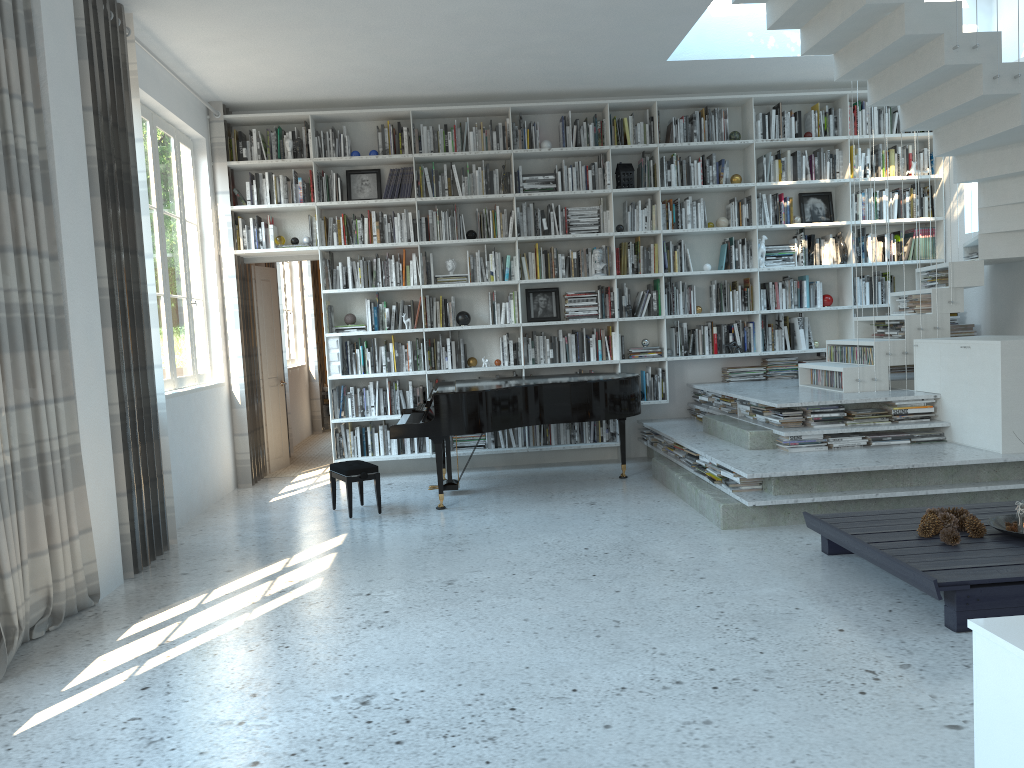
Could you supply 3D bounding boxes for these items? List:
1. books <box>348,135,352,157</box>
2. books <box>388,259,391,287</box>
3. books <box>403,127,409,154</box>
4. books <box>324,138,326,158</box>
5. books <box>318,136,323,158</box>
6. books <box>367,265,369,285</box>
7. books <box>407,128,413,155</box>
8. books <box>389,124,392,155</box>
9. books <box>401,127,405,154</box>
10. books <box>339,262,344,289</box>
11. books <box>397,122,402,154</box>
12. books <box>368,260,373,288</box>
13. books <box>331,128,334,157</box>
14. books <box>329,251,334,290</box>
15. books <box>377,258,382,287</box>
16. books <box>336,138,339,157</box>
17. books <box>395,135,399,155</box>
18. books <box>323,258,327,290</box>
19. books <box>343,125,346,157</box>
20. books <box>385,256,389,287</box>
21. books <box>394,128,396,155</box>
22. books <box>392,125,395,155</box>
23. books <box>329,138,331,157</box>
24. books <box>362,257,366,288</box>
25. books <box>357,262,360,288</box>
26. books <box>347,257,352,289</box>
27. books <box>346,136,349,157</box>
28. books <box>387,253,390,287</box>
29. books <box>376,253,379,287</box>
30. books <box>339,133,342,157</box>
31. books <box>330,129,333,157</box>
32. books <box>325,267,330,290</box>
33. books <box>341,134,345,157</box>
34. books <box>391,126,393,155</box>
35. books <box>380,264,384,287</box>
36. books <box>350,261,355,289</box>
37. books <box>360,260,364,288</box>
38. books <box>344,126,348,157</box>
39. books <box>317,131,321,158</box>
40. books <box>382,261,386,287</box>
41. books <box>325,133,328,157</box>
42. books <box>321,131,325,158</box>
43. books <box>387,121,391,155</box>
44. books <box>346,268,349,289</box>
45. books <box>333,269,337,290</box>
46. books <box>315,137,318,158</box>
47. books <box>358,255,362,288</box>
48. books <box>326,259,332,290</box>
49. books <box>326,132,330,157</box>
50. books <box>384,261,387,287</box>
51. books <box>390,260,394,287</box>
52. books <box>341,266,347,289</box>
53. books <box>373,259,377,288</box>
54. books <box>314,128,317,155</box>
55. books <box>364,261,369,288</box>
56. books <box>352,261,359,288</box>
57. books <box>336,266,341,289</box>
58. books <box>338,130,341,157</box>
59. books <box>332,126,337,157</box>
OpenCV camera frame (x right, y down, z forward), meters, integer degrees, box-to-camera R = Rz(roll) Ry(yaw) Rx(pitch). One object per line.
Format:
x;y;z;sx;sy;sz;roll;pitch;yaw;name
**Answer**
-1.399;-2.027;7.660;0.013;0.210;0.136;-3;4;-3;books
-1.065;-0.965;7.755;0.011;0.252;0.139;-3;4;-3;books
-0.913;-2.076;7.672;0.031;0.254;0.178;-3;4;-3;books
-1.601;-2.008;7.649;0.017;0.194;0.129;-3;4;-3;books
-1.638;-2.013;7.640;0.032;0.210;0.158;-3;4;-3;books
-1.247;-0.931;7.750;0.010;0.204;0.139;-3;4;-3;books
-0.878;-2.078;7.689;0.039;0.252;0.146;-3;4;-3;books
-1.042;-2.084;7.670;0.013;0.283;0.166;-3;4;-3;books
-0.940;-2.079;7.684;0.022;0.261;0.152;-3;4;-3;books
-1.476;-0.932;7.710;0.022;0.236;0.177;-3;4;-3;books
-0.963;-2.094;7.657;0.025;0.297;0.163;-3;4;-3;books
-1.231;-0.950;7.732;0.023;0.242;0.184;-3;4;-3;books
-1.532;-2.050;7.633;0.007;0.272;0.154;-3;4;-3;books
-1.558;-0.976;7.694;0.012;0.334;0.184;-3;4;-3;books
-1.150;-0.962;7.746;0.021;0.257;0.155;-3;4;-3;books
-1.499;-2.007;7.642;0.026;0.183;0.161;-3;4;-3;books
-0.987;-2.040;7.670;0.027;0.190;0.177;-3;4;-3;books
-1.620;-0.950;7.720;0.012;0.285;0.159;-3;4;-3;books
-1.439;-2.070;7.650;0.007;0.301;0.145;-3;4;-3;books
-1.087;-0.973;7.742;0.012;0.272;0.145;-3;4;-3;books
-1.009;-2.072;7.691;0.013;0.255;0.129;-3;4;-3;books
-1.020;-2.080;7.661;0.011;0.274;0.183;-3;4;-3;books
-1.557;-2.009;7.649;0.014;0.192;0.146;-3;4;-3;books
-1.283;-0.962;7.736;0.011;0.271;0.157;-3;4;-3;books
-1.326;-0.938;7.727;0.014;0.230;0.148;-3;4;-3;books
-1.406;-0.960;7.725;0.023;0.281;0.174;-3;4;-3;books
-1.412;-2.022;7.650;0.014;0.202;0.170;-3;4;-3;books
-1.077;-0.991;7.757;0.011;0.304;0.129;-3;4;-3;books
-1.167;-0.982;7.733;0.013;0.300;0.151;-3;4;-3;books
-1.467;-2.027;7.638;0.013;0.220;0.181;-3;4;-3;books
-1.543;-2.044;7.634;0.016;0.261;0.154;-3;4;-3;books
-1.598;-0.913;7.715;0.026;0.209;0.155;-3;4;-3;books
-1.450;-2.025;7.633;0.021;0.214;0.173;-3;4;-3;books
-1.030;-2.074;7.660;0.010;0.264;0.156;-3;4;-3;books
-1.128;-0.938;7.750;0.021;0.205;0.129;-3;4;-3;books
-1.387;-0.943;7.718;0.011;0.246;0.176;-3;4;-3;books
-1.297;-0.948;7.718;0.021;0.247;0.188;-3;4;-3;books
-1.429;-2.068;7.663;0.015;0.293;0.130;-3;4;-3;books
-1.659;-2.036;7.637;0.007;0.259;0.156;-3;4;-3;books
-1.110;-0.950;7.736;0.013;0.229;0.176;-3;4;-3;books
-1.586;-2.023;7.632;0.013;0.225;0.176;-3;4;-3;books
-1.616;-2.034;7.632;0.012;0.249;0.179;-3;4;-3;books
-1.058;-2.103;7.683;0.014;0.321;0.136;-3;4;-3;books
-1.427;-0.913;7.749;0.021;0.188;0.129;-3;4;-3;books
-1.530;-0.902;7.707;0.037;0.182;0.189;-3;4;-3;books
-1.669;-2.008;7.633;0.017;0.204;0.142;-3;4;-3;books
-1.315;-0.971;7.724;0.011;0.293;0.183;-3;4;-3;books
-1.575;-0.941;7.698;0.027;0.266;0.176;-3;4;-3;books
-1.572;-2.033;7.637;0.016;0.243;0.156;-3;4;-3;books
-1.098;-0.951;7.748;0.013;0.228;0.151;-3;4;-3;books
-1.046;-0.962;7.766;0.028;0.243;0.131;-3;4;-3;books
-1.449;-0.917;7.703;0.028;0.204;0.188;-3;4;-3;books
-1.197;-0.960;7.751;0.048;0.256;0.141;-3;4;-3;books
-1.683;-2.048;7.637;0.007;0.285;0.159;-3;4;-3;books
-1.263;-0.945;7.722;0.024;0.237;0.166;-3;4;-3;books
-1.359;-0.944;7.744;0.049;0.243;0.139;-3;4;-3;books
-1.508;-0.918;7.726;0.042;0.209;0.143;-3;4;-3;books
-1.481;-2.043;7.646;0.013;0.253;0.129;-3;4;-3;books
-1.520;-2.053;7.619;0.015;0.280;0.190;-3;4;-3;books
